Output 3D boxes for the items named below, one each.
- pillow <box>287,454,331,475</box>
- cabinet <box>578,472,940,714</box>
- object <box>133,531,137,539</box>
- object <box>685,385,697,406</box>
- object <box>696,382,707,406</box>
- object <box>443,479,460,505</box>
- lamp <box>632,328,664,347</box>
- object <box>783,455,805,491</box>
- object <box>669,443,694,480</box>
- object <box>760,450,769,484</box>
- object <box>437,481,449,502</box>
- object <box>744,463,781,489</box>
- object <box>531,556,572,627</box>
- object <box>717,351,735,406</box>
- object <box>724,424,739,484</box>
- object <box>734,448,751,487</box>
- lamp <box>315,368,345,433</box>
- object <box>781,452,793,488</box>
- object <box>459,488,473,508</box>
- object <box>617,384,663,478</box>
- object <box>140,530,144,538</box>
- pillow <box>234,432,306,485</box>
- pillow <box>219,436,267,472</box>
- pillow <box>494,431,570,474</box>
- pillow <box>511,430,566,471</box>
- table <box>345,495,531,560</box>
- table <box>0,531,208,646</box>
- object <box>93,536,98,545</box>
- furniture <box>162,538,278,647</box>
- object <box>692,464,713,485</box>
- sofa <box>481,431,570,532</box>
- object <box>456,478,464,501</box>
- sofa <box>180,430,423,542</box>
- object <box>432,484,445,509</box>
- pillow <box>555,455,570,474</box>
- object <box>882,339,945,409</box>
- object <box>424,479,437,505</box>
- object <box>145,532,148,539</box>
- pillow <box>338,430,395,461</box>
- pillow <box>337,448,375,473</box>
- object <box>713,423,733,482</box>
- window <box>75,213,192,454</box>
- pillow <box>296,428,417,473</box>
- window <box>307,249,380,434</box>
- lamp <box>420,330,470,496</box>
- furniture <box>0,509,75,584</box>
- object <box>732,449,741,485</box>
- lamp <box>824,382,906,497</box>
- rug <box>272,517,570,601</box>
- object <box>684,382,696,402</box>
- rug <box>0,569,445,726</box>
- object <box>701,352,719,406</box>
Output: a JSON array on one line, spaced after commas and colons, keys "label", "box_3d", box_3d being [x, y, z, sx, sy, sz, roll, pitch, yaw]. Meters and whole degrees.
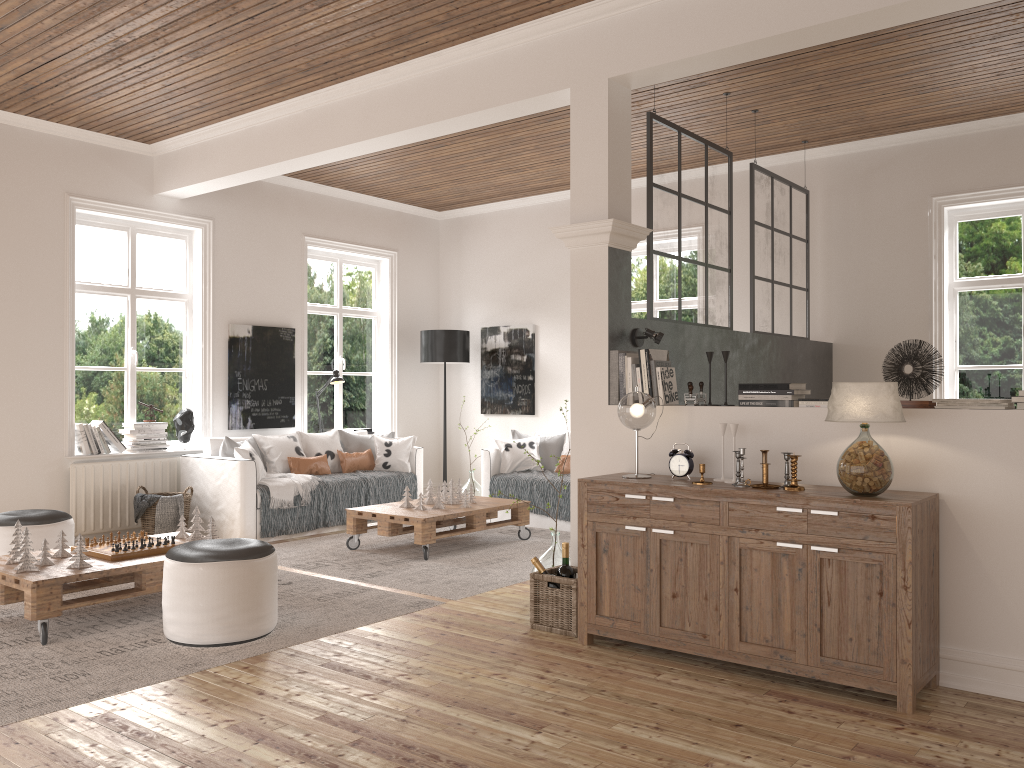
[{"label": "pillow", "box_3d": [-1.707, 0.712, 7.505, 0.116, 0.220, 0.414, 0, -1, 39]}, {"label": "cabinet", "box_3d": [0.981, 0.804, 3.749, 1.432, 0.750, 0.408, 0, -1, 38]}, {"label": "object", "box_3d": [-2.082, 0.833, 4.893, 0.026, 0.044, 0.026, 0, 0, -7]}, {"label": "object", "box_3d": [0.849, 0.054, 4.212, 0.058, 0.102, 0.032, 0, -1, 33]}, {"label": "object", "box_3d": [0.903, 0.046, 4.230, 0.032, 0.117, 0.058, 0, -1, -41]}, {"label": "object", "box_3d": [-0.449, 0.804, 6.650, 0.107, 0.195, 0.113, 0, -1, 45]}, {"label": "lamp", "box_3d": [0.720, -0.243, 4.614, 0.156, 0.101, 0.101, 0, -1, 38]}, {"label": "object", "box_3d": [1.144, 0.352, 3.595, 0.085, 0.152, 0.085, 0, -1, 42]}, {"label": "object", "box_3d": [0.767, 0.350, 4.020, 0.120, 0.165, 0.050, 0, -1, 38]}, {"label": "object", "box_3d": [1.075, 0.356, 3.771, 0.052, 0.148, 0.052, 0, 0, -11]}, {"label": "object", "box_3d": [-0.514, 0.820, 6.810, 0.090, 0.164, 0.095, 0, -1, -45]}, {"label": "object", "box_3d": [1.046, 0.379, 3.660, 0.124, 0.100, 0.124, 0, -1, -29]}, {"label": "object", "box_3d": [0.227, 1.005, 4.288, 0.284, 0.332, 0.095, 0, 0, 17]}, {"label": "object", "box_3d": [1.007, -0.025, 4.177, 0.085, 0.259, 0.085, 0, 0, -11]}, {"label": "object", "box_3d": [0.968, 0.302, 3.864, 0.084, 0.256, 0.084, 0, 0, 16]}, {"label": "object", "box_3d": [0.965, 0.349, 3.716, 0.066, 0.160, 0.066, 0, 0, -2]}, {"label": "lamp", "box_3d": [-1.736, 0.198, 8.403, 0.439, 0.703, 0.196, 0, -1, 38]}, {"label": "object", "box_3d": [1.141, 0.352, 3.679, 0.055, 0.153, 0.055, 0, 0, 15]}, {"label": "object", "box_3d": [-0.337, 0.829, 6.459, 0.073, 0.142, 0.072, 0, -1, -44]}, {"label": "object", "box_3d": [0.662, 0.532, 4.162, 0.395, 1.062, 0.180, 0, -1, -37]}, {"label": "object", "box_3d": [-2.054, 0.835, 4.928, 0.019, 0.040, 0.019, 0, 0, -18]}, {"label": "pillow", "box_3d": [-1.998, 0.622, 7.230, 0.417, 0.414, 1.020, 0, 0, 20]}, {"label": "pillow", "box_3d": [-2.182, 0.621, 7.132, 0.282, 0.431, 0.541, 0, 0, 12]}, {"label": "pillow", "box_3d": [0.346, 0.627, 7.824, 1.020, 0.414, 0.417, 0, 0, 20]}, {"label": "pillow", "box_3d": [0.248, 0.628, 8.008, 0.541, 0.431, 0.282, 0, 0, 12]}, {"label": "table", "box_3d": [-0.533, 1.051, 6.611, 0.821, 0.300, 1.189, 0, -1, 38]}, {"label": "table", "box_3d": [-2.066, 1.035, 4.651, 0.821, 0.300, 1.189, 0, -1, 38]}, {"label": "object", "box_3d": [-2.218, 0.831, 4.722, 0.026, 0.044, 0.026, 0, 0, -7]}, {"label": "furniture", "box_3d": [-1.375, 0.967, 4.194, 0.518, 0.430, 0.518, 0, -1, 41]}, {"label": "object", "box_3d": [0.821, 0.388, 3.827, 0.088, 0.085, 0.088, 0, -1, 43]}, {"label": "sofa", "box_3d": [0.739, 0.821, 7.558, 1.960, 0.776, 0.866, 0, -1, 38]}, {"label": "object", "box_3d": [-0.407, 0.815, 6.856, 0.090, 0.176, 0.090, 0, 0, 0]}, {"label": "sofa", "box_3d": [-1.727, 0.821, 7.593, 0.866, 0.776, 1.960, 0, -1, 38]}, {"label": "object", "box_3d": [-0.530, 0.810, 6.417, 0.097, 0.178, 0.103, 0, 0, 1]}, {"label": "pillow", "box_3d": [0.556, 0.703, 7.579, 0.420, 0.179, 0.127, 0, -1, 40]}, {"label": "object", "box_3d": [1.645, -0.044, 3.662, 0.079, 0.286, 0.252, 0, -1, -42]}, {"label": "object", "box_3d": [-0.615, 0.805, 6.668, 0.112, 0.193, 0.106, 0, -1, -24]}, {"label": "object", "box_3d": [-2.020, 0.836, 4.900, 0.017, 0.037, 0.017, 0, -1, -32]}, {"label": "pillow", "box_3d": [-1.342, 0.632, 8.141, 0.546, 0.437, 0.292, 0, 0, -18]}, {"label": "pillow", "box_3d": [-1.374, 0.691, 7.886, 0.117, 0.235, 0.414, 0, -1, 38]}, {"label": "object", "box_3d": [0.939, 0.303, 3.947, 0.084, 0.256, 0.084, 0, 0, 16]}, {"label": "window", "box_3d": [-3.042, -0.371, 7.126, 0.120, 1.872, 1.055, 0, -1, 38]}, {"label": "pillow", "box_3d": [-1.397, 0.620, 7.948, 1.081, 0.450, 0.403, 0, -1, -28]}, {"label": "window", "box_3d": [-1.699, -0.358, 8.827, 0.120, 1.872, 1.055, 0, -1, 38]}, {"label": "lamp", "box_3d": [-0.678, 0.344, 8.975, 0.499, 1.754, 0.499, 0, -1, 35]}, {"label": "furniture", "box_3d": [-2.876, 0.975, 5.246, 0.518, 0.430, 0.518, 0, -1, -31]}, {"label": "object", "box_3d": [0.965, 0.353, 3.777, 0.055, 0.153, 0.055, 0, 0, -2]}, {"label": "lamp", "box_3d": [1.347, 0.210, 3.385, 0.291, 0.435, 0.291, 0, -1, 40]}, {"label": "rug", "box_3d": [-0.428, 1.199, 6.533, 2.254, 0.003, 2.474, 0, -1, 38]}, {"label": "object", "box_3d": [0.861, 0.047, 4.286, 0.058, 0.117, 0.032, 0, 0, 12]}, {"label": "rug", "box_3d": [-2.008, 1.183, 4.532, 2.254, 0.003, 2.474, 0, -1, 38]}, {"label": "object", "box_3d": [0.951, -0.024, 4.257, 0.085, 0.259, 0.085, 0, 0, -11]}]
